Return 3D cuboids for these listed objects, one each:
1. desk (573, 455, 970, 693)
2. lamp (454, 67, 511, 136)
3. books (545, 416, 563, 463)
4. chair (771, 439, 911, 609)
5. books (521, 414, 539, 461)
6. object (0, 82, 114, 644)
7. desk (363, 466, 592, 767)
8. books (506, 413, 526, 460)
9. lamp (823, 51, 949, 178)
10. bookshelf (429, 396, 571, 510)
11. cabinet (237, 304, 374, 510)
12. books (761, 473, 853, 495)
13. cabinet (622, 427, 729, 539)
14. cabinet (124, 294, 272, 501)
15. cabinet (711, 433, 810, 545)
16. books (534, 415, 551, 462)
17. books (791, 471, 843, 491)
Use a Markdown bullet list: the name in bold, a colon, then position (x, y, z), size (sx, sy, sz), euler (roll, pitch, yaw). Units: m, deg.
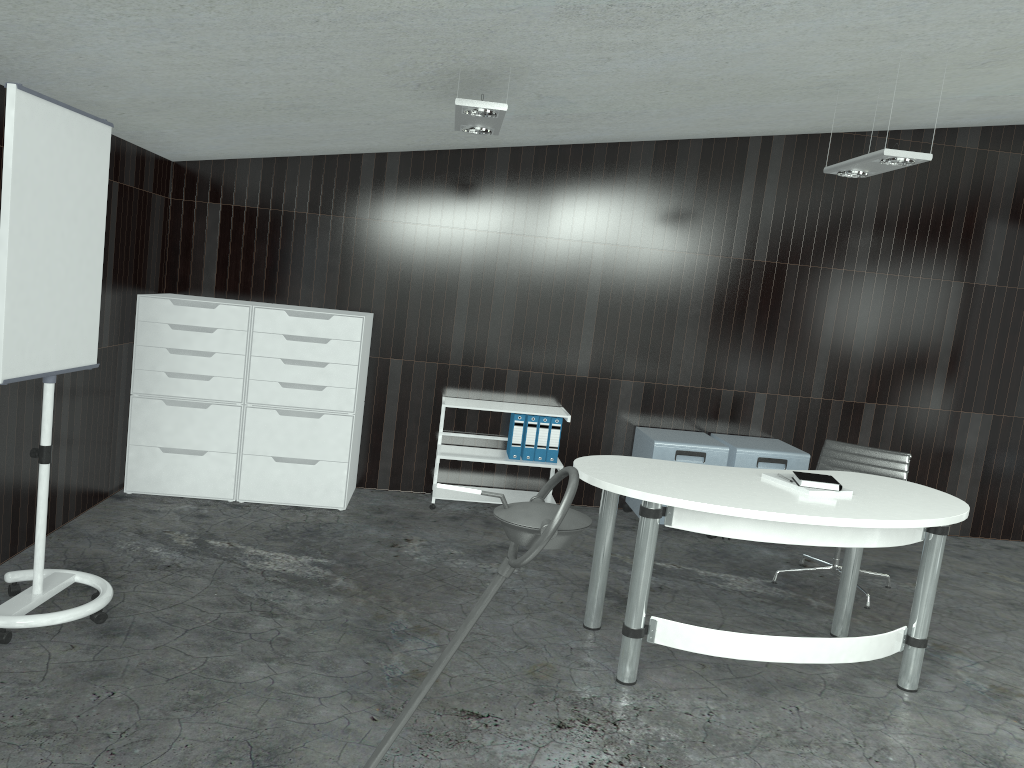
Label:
- **desk**: position (1.010, 0.855, 3.527), size (1.600, 0.818, 0.910), euler (5, 7, -10)
- **lamp**: position (0.052, -3.027, 3.635), size (0.212, 3.595, 0.600), euler (6, 7, -5)
- **books**: position (0.258, 0.379, 5.715), size (0.072, 0.320, 0.262), euler (6, 7, -5)
- **chair**: position (1.760, 0.796, 4.715), size (0.560, 0.825, 0.587), euler (11, 8, 34)
- **books**: position (0.109, 0.364, 5.702), size (0.072, 0.320, 0.262), euler (6, 7, -5)
- **object**: position (-1.695, -0.057, 3.230), size (0.560, 2.091, 0.553), euler (1, 9, -41)
- **desk**: position (0.100, 0.804, 0.893), size (0.900, 1.321, 0.700), euler (6, 7, -5)
- **books**: position (0.024, 0.355, 5.695), size (0.072, 0.320, 0.262), euler (6, 7, -5)
- **lamp**: position (1.823, -2.847, 3.783), size (0.212, 3.595, 0.600), euler (6, 7, -5)
- **bookshelf**: position (-0.085, 0.520, 5.700), size (0.817, 0.739, 0.403), euler (6, 7, -5)
- **cabinet**: position (-1.261, 0.135, 5.480), size (0.639, 1.292, 0.587), euler (6, 7, -5)
- **books**: position (1.182, 0.446, 3.565), size (0.210, 0.021, 0.297), euler (4, 7, -21)
- **cabinet**: position (1.047, 0.693, 5.711), size (0.502, 0.648, 0.598), euler (6, 7, -5)
- **cabinet**: position (-1.903, 0.069, 5.427), size (0.639, 1.292, 0.587), euler (6, 7, -5)
- **cabinet**: position (1.557, 0.745, 5.754), size (0.502, 0.648, 0.598), euler (6, 7, -5)
- **books**: position (0.184, 0.371, 5.708), size (0.072, 0.320, 0.262), euler (6, 7, -5)
- **books**: position (1.210, 0.428, 3.524), size (0.164, 0.032, 0.183), euler (7, 7, 8)
